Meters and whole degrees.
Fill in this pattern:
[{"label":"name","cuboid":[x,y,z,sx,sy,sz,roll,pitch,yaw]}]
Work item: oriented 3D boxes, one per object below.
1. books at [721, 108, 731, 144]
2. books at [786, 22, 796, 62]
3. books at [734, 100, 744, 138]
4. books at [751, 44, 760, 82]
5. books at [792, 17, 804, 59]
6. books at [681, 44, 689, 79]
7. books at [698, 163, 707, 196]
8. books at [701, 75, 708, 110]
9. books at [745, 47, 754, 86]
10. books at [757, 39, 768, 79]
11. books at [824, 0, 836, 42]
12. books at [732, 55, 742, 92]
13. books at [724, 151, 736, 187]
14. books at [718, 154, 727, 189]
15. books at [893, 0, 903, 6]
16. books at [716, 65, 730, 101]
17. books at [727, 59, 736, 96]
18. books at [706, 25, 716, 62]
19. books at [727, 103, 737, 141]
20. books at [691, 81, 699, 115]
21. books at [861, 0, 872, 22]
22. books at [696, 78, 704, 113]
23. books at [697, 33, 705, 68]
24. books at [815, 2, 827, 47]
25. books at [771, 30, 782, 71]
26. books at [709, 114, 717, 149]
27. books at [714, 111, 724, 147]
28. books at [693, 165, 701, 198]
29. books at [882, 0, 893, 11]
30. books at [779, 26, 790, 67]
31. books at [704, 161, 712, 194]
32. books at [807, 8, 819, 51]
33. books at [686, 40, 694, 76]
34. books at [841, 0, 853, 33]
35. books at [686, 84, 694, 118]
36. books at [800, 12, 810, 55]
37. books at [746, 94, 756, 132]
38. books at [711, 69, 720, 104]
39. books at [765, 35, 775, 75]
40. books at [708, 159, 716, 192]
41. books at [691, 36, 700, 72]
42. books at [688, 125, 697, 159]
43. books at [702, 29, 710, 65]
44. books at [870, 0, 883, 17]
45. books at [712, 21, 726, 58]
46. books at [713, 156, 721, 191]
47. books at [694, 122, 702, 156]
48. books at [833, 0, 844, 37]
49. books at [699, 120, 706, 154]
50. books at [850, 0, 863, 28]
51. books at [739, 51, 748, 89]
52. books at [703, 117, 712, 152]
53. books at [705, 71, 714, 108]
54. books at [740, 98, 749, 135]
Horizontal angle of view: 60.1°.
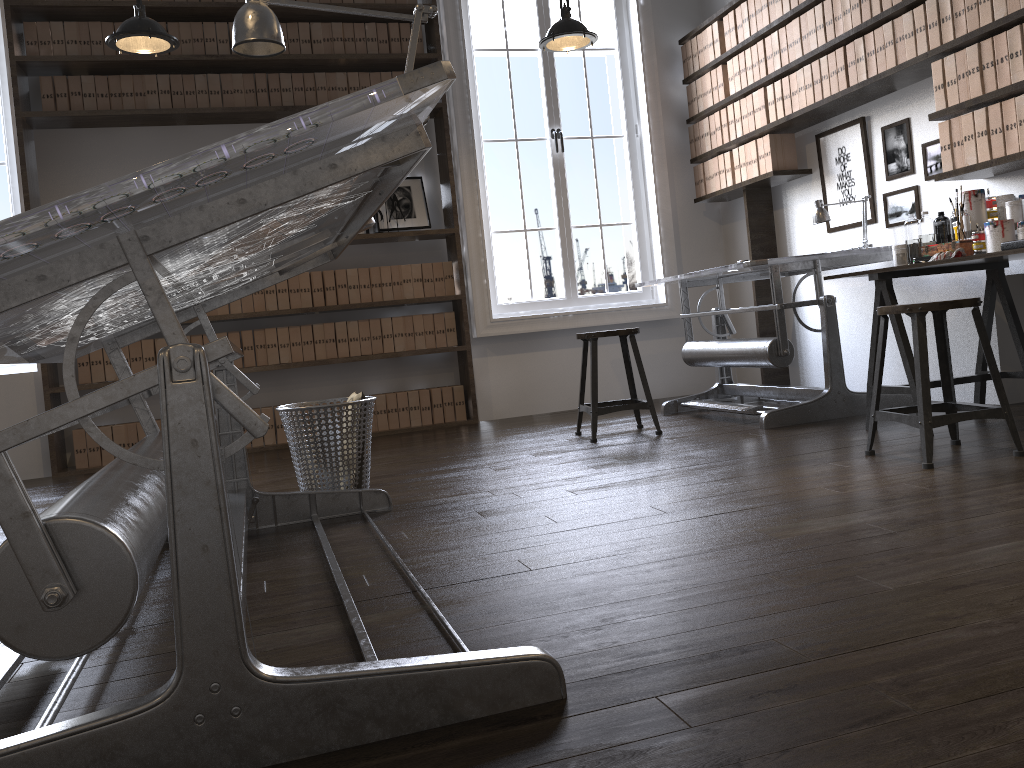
[{"label":"books","cuboid":[1.440,-1.653,5.676,0.175,0.225,0.066,-6,1,-16]},{"label":"books","cuboid":[1.630,-1.899,4.935,0.175,0.225,0.066,-6,1,-16]},{"label":"books","cuboid":[1.484,-1.648,5.514,0.174,0.225,0.066,-6,1,-16]},{"label":"books","cuboid":[1.529,-1.909,5.282,0.175,0.225,0.066,-6,1,-16]},{"label":"books","cuboid":[1.644,-1.896,4.869,0.175,0.226,0.067,-6,1,-16]},{"label":"books","cuboid":[1.261,-2.212,6.074,0.175,0.226,0.067,-6,1,-16]},{"label":"books","cuboid":[1.364,-1.386,6.011,0.175,0.226,0.067,-6,1,-16]},{"label":"books","cuboid":[1.354,-1.931,5.871,0.175,0.225,0.066,-6,1,-16]},{"label":"books","cuboid":[1.508,-1.910,5.345,0.175,0.225,0.066,-6,1,-16]},{"label":"books","cuboid":[1.544,-1.906,5.210,0.175,0.226,0.067,-6,1,-16]},{"label":"books","cuboid":[1.725,-1.889,4.609,0.175,0.225,0.066,-6,1,-16]},{"label":"books","cuboid":[1.466,-1.913,5.473,0.175,0.225,0.066,-6,1,-16]},{"label":"books","cuboid":[1.464,-1.377,5.678,0.174,0.225,0.066,-6,1,-16]},{"label":"books","cuboid":[1.440,-1.379,5.747,0.175,0.225,0.066,-6,1,-16]},{"label":"books","cuboid":[1.861,-1.876,4.130,0.175,0.226,0.067,-6,1,-16]},{"label":"books","cuboid":[1.413,-1.925,5.674,0.174,0.225,0.066,-6,1,-16]},{"label":"books","cuboid":[1.449,-1.916,5.544,0.174,0.225,0.066,-6,1,-16]},{"label":"books","cuboid":[1.362,-2.203,5.734,0.175,0.226,0.067,-6,1,-16]},{"label":"books","cuboid":[1.461,-1.650,5.583,0.175,0.225,0.066,-6,1,-16]},{"label":"books","cuboid":[1.312,-1.934,5.999,0.175,0.226,0.067,-6,1,-16]},{"label":"books","cuboid":[1.800,-1.881,4.335,0.175,0.226,0.067,-6,1,-16]},{"label":"books","cuboid":[1.334,-1.932,5.930,0.175,0.225,0.066,-6,1,-16]},{"label":"books","cuboid":[1.328,-2.207,5.870,0.174,0.225,0.066,-6,1,-16]},{"label":"books","cuboid":[1.702,-1.891,4.675,0.175,0.226,0.067,-6,1,-16]},{"label":"books","cuboid":[1.586,-1.902,5.070,0.174,0.225,0.066,-6,1,-16]},{"label":"books","cuboid":[1.398,-1.657,5.819,0.175,0.225,0.066,-6,1,-16]},{"label":"books","cuboid":[1.414,-1.655,5.746,0.175,0.226,0.067,-6,1,-16]},{"label":"books","cuboid":[1.348,-1.389,6.084,0.175,0.225,0.066,-6,1,-16]},{"label":"books","cuboid":[1.846,-1.878,4.203,0.175,0.225,0.066,-6,1,-16]},{"label":"books","cuboid":[1.610,-1.901,5.003,0.174,0.225,0.066,-6,1,-16]},{"label":"books","cuboid":[1.390,-1.385,5.941,0.175,0.225,0.066,-6,1,-16]},{"label":"books","cuboid":[1.683,-1.893,4.745,0.175,0.225,0.066,-6,1,-16]},{"label":"books","cuboid":[1.281,-2.210,6.005,0.175,0.225,0.066,-6,1,-16]},{"label":"books","cuboid":[1.762,-1.885,4.474,0.174,0.225,0.066,-6,1,-16]},{"label":"books","cuboid":[1.296,-1.937,6.068,0.175,0.225,0.066,-6,1,-16]},{"label":"books","cuboid":[1.667,-1.895,4.806,0.175,0.225,0.066,-6,1,-16]},{"label":"books","cuboid":[1.525,-1.645,5.381,0.175,0.225,0.066,-6,1,-16]},{"label":"books","cuboid":[1.393,-1.927,5.742,0.175,0.225,0.066,-6,1,-16]},{"label":"books","cuboid":[1.571,-1.905,5.139,0.175,0.225,0.066,-6,1,-16]},{"label":"books","cuboid":[1.406,-1.383,5.878,0.175,0.225,0.066,-6,1,-16]},{"label":"books","cuboid":[1.305,-2.208,5.936,0.174,0.225,0.066,-6,1,-16]},{"label":"books","cuboid":[1.313,-1.664,6.086,0.175,0.226,0.067,-6,1,-16]},{"label":"books","cuboid":[1.346,-2.205,5.803,0.175,0.225,0.066,-6,1,-16]},{"label":"books","cuboid":[1.822,-1.880,4.275,0.175,0.225,0.066,-6,1,-16]},{"label":"books","cuboid":[1.384,-2.201,5.665,0.175,0.225,0.066,-6,1,-16]},{"label":"books","cuboid":[1.420,-1.381,5.816,0.175,0.226,0.067,-6,1,-16]},{"label":"books","cuboid":[1.338,-1.663,6.023,0.175,0.225,0.066,-6,1,-16]},{"label":"books","cuboid":[1.747,-1.888,4.542,0.174,0.225,0.066,-6,1,-16]},{"label":"books","cuboid":[1.358,-1.661,5.955,0.174,0.225,0.066,-6,1,-16]},{"label":"books","cuboid":[1.780,-1.883,4.404,0.175,0.225,0.066,-6,1,-16]},{"label":"books","cuboid":[1.486,-1.911,5.404,0.175,0.226,0.067,-6,1,-16]},{"label":"books","cuboid":[1.374,-1.659,5.886,0.174,0.225,0.066,-6,1,-16]},{"label":"books","cuboid":[1.368,-1.929,5.805,0.175,0.226,0.067,-6,1,-16]},{"label":"books","cuboid":[1.508,-1.647,5.448,0.174,0.225,0.066,-6,1,-16]}]
